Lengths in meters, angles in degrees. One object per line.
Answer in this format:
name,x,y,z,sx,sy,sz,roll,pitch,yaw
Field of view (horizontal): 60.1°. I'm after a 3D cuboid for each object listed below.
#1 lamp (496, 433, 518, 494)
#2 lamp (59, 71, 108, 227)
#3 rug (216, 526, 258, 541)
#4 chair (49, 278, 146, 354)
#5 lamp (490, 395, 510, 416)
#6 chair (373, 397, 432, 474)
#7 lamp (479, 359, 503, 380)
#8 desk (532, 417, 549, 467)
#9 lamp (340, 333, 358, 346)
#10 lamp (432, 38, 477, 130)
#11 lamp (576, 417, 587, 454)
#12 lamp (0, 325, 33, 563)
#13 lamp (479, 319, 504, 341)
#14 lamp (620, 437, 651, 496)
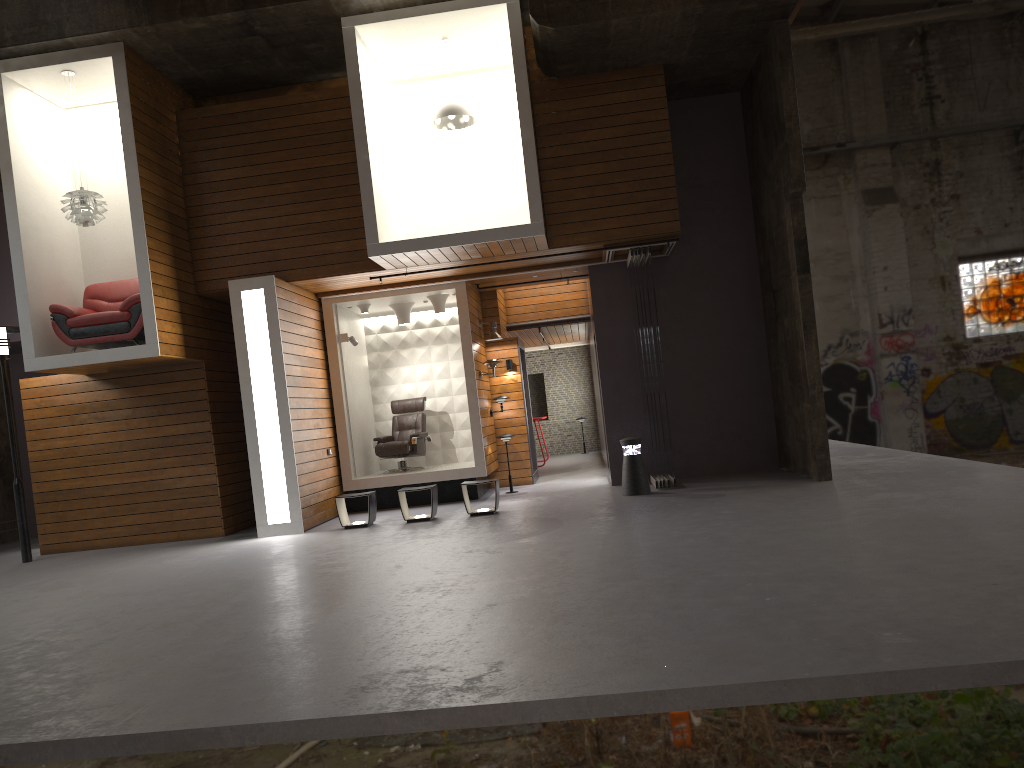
lamp,-0.049,1.141,12.787,0.287,0.863,0.288,-6,1,-10
lamp,-5.009,-2.716,10.204,0.510,1.775,0.488,-7,1,-31
rug,-3.272,1.886,11.445,0.540,0.014,1.577,-6,-2,5
chair,-4.722,-0.836,10.603,1.200,0.938,0.952,-6,0,5
lamp,-0.177,0.324,13.441,0.327,0.297,0.288,-6,0,5
chair,-1.637,0.758,13.214,0.756,1.072,0.823,-6,0,20
lamp,-0.296,-0.216,12.545,0.351,0.271,0.288,-6,0,5
desk,0.321,1.227,18.509,0.844,0.985,1.715,-6,-1,5
lamp,-2.272,-0.619,12.389,0.248,0.188,0.129,-6,0,-26
lamp,-0.740,-3.598,10.523,0.531,0.987,0.529,-6,0,17
lamp,1.669,1.202,20.778,0.288,0.863,0.287,-6,1,2
lamp,-6.020,0.767,10.699,0.628,2.950,0.631,-7,1,-44
lamp,-0.308,-0.824,13.279,0.346,0.331,0.294,-6,0,7
lamp,1.477,0.991,10.762,0.348,0.697,0.347,-6,0,11
